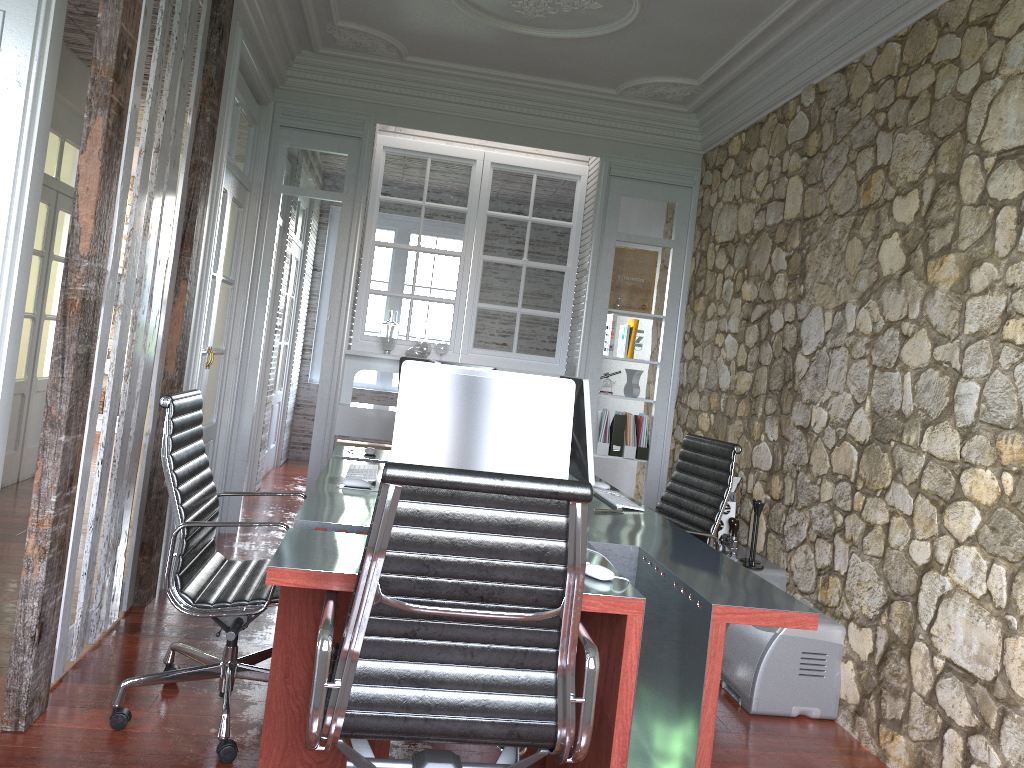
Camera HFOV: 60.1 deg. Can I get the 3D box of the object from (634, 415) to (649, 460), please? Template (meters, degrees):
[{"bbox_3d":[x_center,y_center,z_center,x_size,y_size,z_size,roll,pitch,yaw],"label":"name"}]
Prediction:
[{"bbox_3d":[0.868,0.358,5.964,0.078,0.278,0.239,7,-1,-4],"label":"object"}]

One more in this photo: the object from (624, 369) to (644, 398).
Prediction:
[{"bbox_3d":[0.812,-0.003,5.955,0.062,0.189,0.126,8,-1,-35],"label":"object"}]

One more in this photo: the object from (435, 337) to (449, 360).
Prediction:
[{"bbox_3d":[-0.469,-0.223,5.918,0.094,0.188,0.094,8,-2,-33],"label":"object"}]

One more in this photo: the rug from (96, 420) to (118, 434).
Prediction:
[{"bbox_3d":[-4.350,0.500,9.985,1.067,0.016,1.068,7,1,-8],"label":"rug"}]

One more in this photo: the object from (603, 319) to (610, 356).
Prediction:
[{"bbox_3d":[0.595,-0.319,5.986,0.078,0.249,0.115,7,-1,-8],"label":"object"}]

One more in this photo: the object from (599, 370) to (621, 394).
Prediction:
[{"bbox_3d":[0.628,-0.021,5.903,0.178,0.161,0.092,7,-1,20],"label":"object"}]

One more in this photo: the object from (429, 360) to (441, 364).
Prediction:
[{"bbox_3d":[-0.347,0.145,3.540,0.189,0.486,0.484,7,0,-8],"label":"object"}]

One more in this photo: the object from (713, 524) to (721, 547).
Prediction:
[{"bbox_3d":[0.961,0.730,4.186,0.048,0.153,0.088,7,-1,-13],"label":"object"}]

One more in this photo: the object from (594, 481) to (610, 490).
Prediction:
[{"bbox_3d":[0.392,0.452,3.965,0.106,0.028,0.059,8,1,43],"label":"object"}]

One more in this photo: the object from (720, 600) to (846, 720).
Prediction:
[{"bbox_3d":[1.090,1.102,3.643,0.362,0.388,0.400,7,0,-8],"label":"object"}]

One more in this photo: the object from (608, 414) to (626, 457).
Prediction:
[{"bbox_3d":[0.696,0.337,5.963,0.078,0.278,0.245,7,-1,-3],"label":"object"}]

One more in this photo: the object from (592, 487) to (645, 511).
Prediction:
[{"bbox_3d":[0.429,0.470,3.639,0.118,0.017,0.439,7,1,-8],"label":"object"}]

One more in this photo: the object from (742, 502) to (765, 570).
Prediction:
[{"bbox_3d":[1.105,0.683,4.004,0.095,0.289,0.095,7,-2,-12],"label":"object"}]

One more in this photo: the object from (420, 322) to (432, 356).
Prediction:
[{"bbox_3d":[-0.570,-0.276,5.860,0.088,0.272,0.088,7,-2,-13],"label":"object"}]

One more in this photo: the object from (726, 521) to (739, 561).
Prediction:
[{"bbox_3d":[1.039,0.729,4.149,0.048,0.176,0.087,7,-1,3],"label":"object"}]

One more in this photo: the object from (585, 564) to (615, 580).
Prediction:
[{"bbox_3d":[0.213,0.470,2.230,0.059,0.028,0.106,6,1,-39],"label":"object"}]

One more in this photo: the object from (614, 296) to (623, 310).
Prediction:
[{"bbox_3d":[0.709,-0.536,5.873,0.056,0.090,0.056,7,-1,-5],"label":"object"}]

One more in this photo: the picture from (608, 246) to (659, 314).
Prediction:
[{"bbox_3d":[0.807,-0.700,5.975,0.326,0.435,0.009,7,-2,-8],"label":"picture"}]

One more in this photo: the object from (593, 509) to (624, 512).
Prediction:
[{"bbox_3d":[0.363,0.474,3.312,0.148,0.011,0.011,6,0,-32],"label":"object"}]

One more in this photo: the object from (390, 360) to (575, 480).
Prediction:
[{"bbox_3d":[-0.088,0.202,2.425,0.483,0.486,0.189,7,-1,-8],"label":"object"}]

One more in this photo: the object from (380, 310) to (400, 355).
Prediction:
[{"bbox_3d":[-0.803,-0.326,5.790,0.129,0.316,0.128,6,-2,17],"label":"object"}]

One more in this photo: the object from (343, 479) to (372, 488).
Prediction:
[{"bbox_3d":[-0.559,0.358,3.203,0.106,0.028,0.059,7,1,-9],"label":"object"}]

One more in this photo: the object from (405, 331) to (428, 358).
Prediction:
[{"bbox_3d":[-0.612,-0.242,5.734,0.147,0.201,0.148,7,-1,-25],"label":"object"}]

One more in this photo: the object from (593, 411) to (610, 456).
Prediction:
[{"bbox_3d":[0.609,0.328,5.938,0.078,0.278,0.238,7,-1,0],"label":"object"}]

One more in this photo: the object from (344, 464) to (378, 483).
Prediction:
[{"bbox_3d":[-0.597,0.352,3.528,0.118,0.017,0.439,7,1,-8],"label":"object"}]

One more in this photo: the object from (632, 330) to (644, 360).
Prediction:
[{"bbox_3d":[0.859,-0.289,6.021,0.078,0.249,0.115,7,-1,-8],"label":"object"}]

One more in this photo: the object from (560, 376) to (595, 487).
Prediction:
[{"bbox_3d":[0.234,0.212,3.643,0.189,0.486,0.484,7,0,-8],"label":"object"}]

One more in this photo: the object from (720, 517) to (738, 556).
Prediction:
[{"bbox_3d":[1.051,0.728,4.254,0.048,0.176,0.088,8,-2,-34],"label":"object"}]

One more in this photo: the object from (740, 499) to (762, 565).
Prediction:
[{"bbox_3d":[1.122,0.683,4.112,0.095,0.289,0.094,5,-2,42],"label":"object"}]

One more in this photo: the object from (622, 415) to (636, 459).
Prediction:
[{"bbox_3d":[0.783,0.348,5.937,0.078,0.278,0.239,7,-1,-2],"label":"object"}]

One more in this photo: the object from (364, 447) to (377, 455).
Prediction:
[{"bbox_3d":[-0.676,0.319,4.227,0.059,0.028,0.106,7,1,-9],"label":"object"}]
